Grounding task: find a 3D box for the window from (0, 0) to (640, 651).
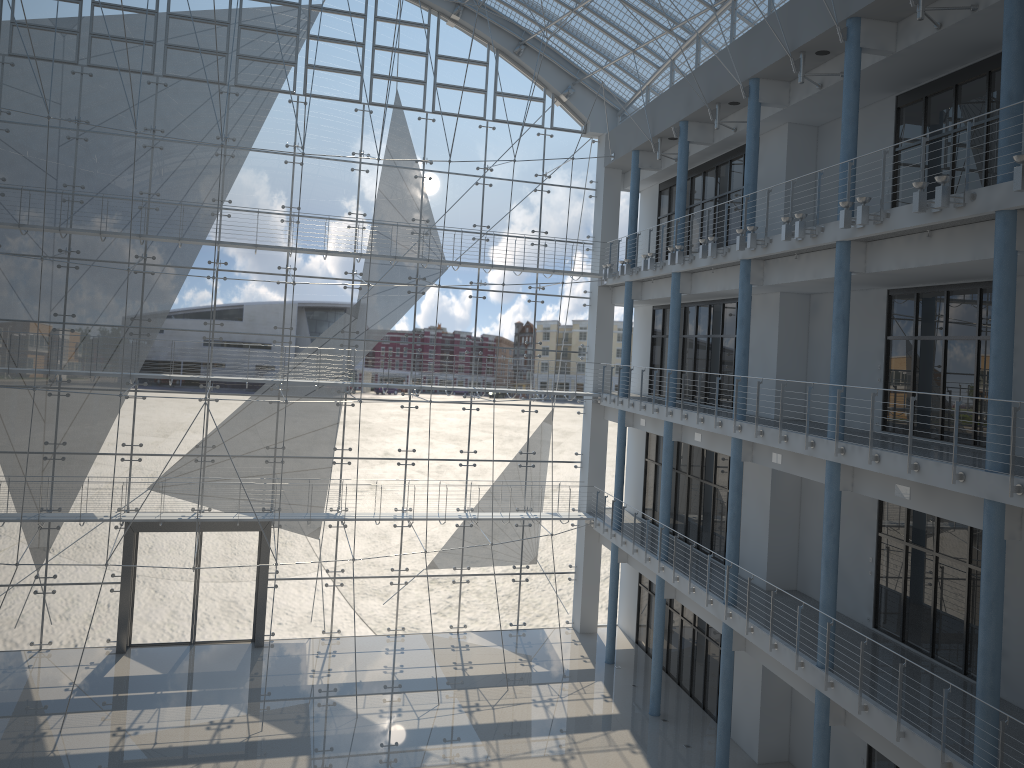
[{"bbox_3d":[-1.216,-0.377,3.467,3.844,2.778,0.010,3,-2,-17],"label":"window"}]
